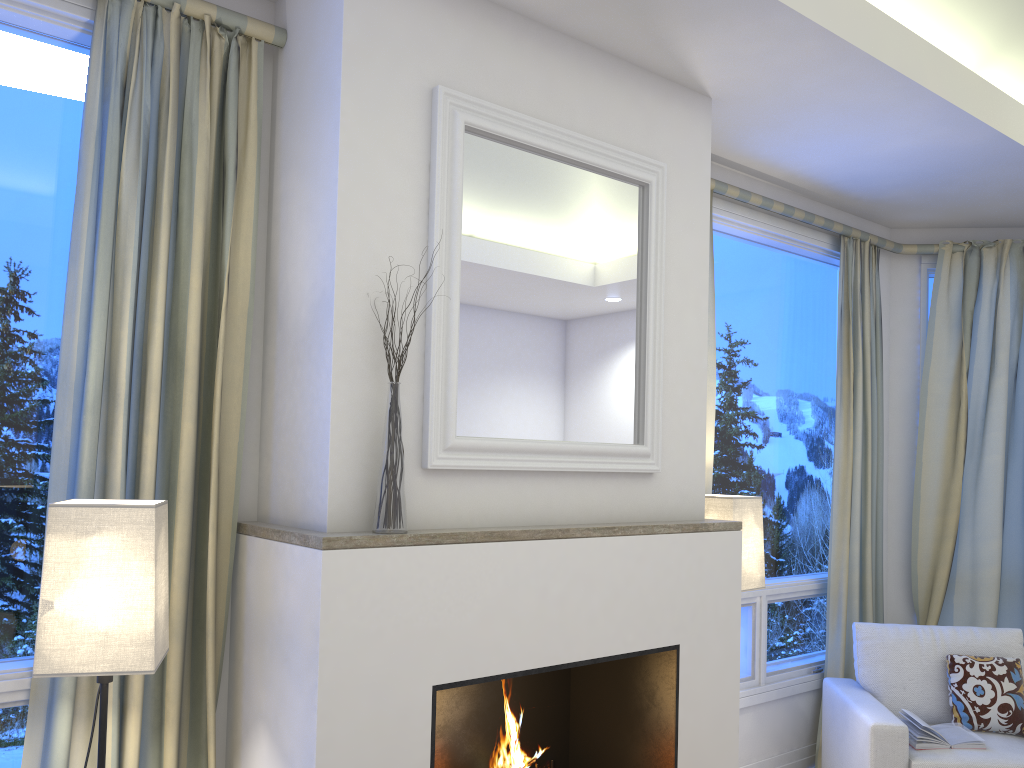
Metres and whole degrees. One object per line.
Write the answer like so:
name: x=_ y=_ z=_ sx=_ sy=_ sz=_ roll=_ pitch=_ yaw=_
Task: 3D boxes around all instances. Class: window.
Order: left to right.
window: x=-1.471 y=0.069 z=1.750 sx=1.515 sy=2.022 sz=0.206 roll=4 pitch=-3 yaw=-39
window: x=0.102 y=0.168 z=2.425 sx=6.857 sy=2.022 sz=0.814 roll=5 pitch=-4 yaw=-39
window: x=1.084 y=0.316 z=3.825 sx=1.515 sy=2.022 sz=0.206 roll=4 pitch=-3 yaw=-39

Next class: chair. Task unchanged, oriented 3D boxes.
chair: x=1.640 y=1.282 z=3.273 sx=0.806 sy=0.703 sz=0.689 roll=1 pitch=-4 yaw=6

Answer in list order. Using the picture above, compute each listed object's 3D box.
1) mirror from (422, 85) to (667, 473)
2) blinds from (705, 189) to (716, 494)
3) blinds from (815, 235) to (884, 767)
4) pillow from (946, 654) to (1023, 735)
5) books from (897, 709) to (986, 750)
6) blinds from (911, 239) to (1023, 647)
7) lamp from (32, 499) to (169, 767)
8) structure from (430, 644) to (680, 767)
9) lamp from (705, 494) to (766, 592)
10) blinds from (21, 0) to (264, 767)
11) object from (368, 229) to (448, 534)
mirror: x=0.129 y=-0.232 z=2.421 sx=0.842 sy=0.938 sz=0.039 roll=4 pitch=-3 yaw=-39
blinds: x=0.643 y=0.405 z=3.232 sx=0.481 sy=2.394 sz=0.163 roll=3 pitch=-3 yaw=-39
blinds: x=1.629 y=0.496 z=3.944 sx=0.781 sy=2.384 sz=0.295 roll=4 pitch=-3 yaw=-44
pillow: x=1.772 y=1.157 z=3.299 sx=0.275 sy=0.272 sz=0.136 roll=1 pitch=-3 yaw=5
books: x=1.508 y=1.221 z=3.130 sx=0.237 sy=0.089 sz=0.194 roll=1 pitch=-5 yaw=2
blinds: x=2.341 y=0.511 z=4.065 sx=1.770 sy=2.413 sz=0.296 roll=1 pitch=-2 yaw=8
lamp: x=-1.375 y=0.794 z=1.441 sx=1.530 sy=1.203 sz=0.276 roll=3 pitch=-3 yaw=-27
structure: x=-0.004 y=1.049 z=2.499 sx=0.876 sy=0.613 sz=0.476 roll=5 pitch=-4 yaw=-39
lamp: x=1.371 y=1.082 z=3.917 sx=0.319 sy=1.204 sz=2.369 roll=0 pitch=-5 yaw=40
blinds: x=-0.814 y=0.275 z=2.004 sx=0.661 sy=2.363 sz=0.228 roll=3 pitch=-3 yaw=-34
object: x=-0.237 y=-0.005 z=2.025 sx=0.193 sy=0.691 sz=0.189 roll=2 pitch=-2 yaw=-11
